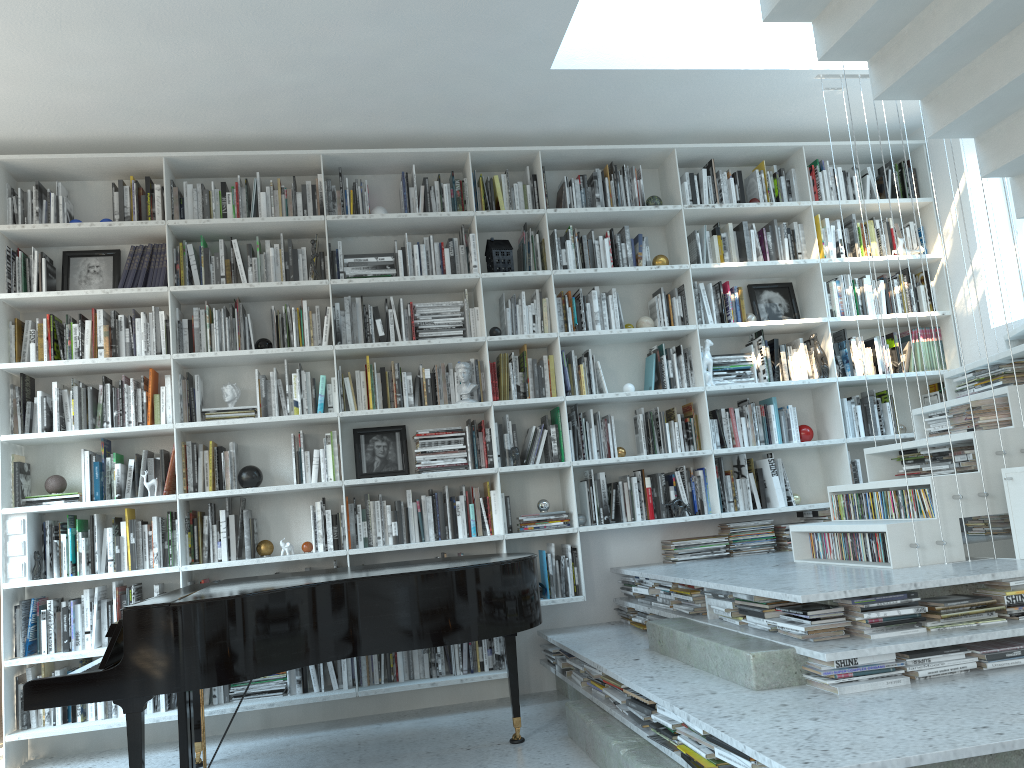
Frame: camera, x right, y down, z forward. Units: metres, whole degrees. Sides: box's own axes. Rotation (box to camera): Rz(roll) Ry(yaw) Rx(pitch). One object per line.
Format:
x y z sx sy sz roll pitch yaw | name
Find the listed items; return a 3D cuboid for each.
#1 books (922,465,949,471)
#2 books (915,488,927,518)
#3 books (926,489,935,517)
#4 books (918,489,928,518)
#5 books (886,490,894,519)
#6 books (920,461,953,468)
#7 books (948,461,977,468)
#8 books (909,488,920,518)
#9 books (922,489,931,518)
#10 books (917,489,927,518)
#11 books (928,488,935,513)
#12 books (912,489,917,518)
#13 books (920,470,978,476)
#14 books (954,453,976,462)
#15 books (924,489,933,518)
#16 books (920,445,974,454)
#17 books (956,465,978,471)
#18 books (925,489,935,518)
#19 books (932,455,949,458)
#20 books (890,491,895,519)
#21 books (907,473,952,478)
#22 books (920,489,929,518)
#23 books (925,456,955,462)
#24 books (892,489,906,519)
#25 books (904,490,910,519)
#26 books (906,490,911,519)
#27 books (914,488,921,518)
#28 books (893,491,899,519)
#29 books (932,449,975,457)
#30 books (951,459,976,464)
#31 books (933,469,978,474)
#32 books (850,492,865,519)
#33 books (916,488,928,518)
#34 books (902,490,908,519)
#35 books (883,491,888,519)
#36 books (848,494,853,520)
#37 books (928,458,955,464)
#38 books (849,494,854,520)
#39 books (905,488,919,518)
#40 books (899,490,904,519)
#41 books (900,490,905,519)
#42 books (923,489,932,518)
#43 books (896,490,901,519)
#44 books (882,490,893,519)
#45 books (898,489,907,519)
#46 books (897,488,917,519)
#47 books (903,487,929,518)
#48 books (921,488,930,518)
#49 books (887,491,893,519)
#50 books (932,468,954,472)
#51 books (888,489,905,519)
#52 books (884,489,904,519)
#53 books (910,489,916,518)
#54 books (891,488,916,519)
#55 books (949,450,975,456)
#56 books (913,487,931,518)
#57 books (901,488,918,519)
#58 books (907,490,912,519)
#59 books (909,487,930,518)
2.101 0.392 4.227 0.175 0.016 0.208 -3 -9 -16 | books
1.794 0.507 3.799 0.125 0.125 0.011 -4 -8 -11 | books
1.810 0.494 3.712 0.125 0.123 0.036 -4 -8 -11 | books
1.800 0.503 3.765 0.125 0.123 0.036 -4 -8 -11 | books
1.757 0.542 4.012 0.125 0.125 0.009 -4 -8 -11 | books
2.100 0.378 4.229 0.184 0.013 0.226 -3 -9 -13 | books
2.061 0.353 3.944 0.172 0.019 0.240 -8 -9 14 | books
1.787 0.513 3.838 0.125 0.125 0.008 -4 -8 -11 | books
1.804 0.499 3.742 0.125 0.123 0.035 -4 -8 -11 | books
1.799 0.504 3.773 0.125 0.123 0.035 -4 -8 -11 | books
1.811 0.493 3.704 0.125 0.123 0.034 -4 -8 -11 | books
1.790 0.511 3.823 0.125 0.125 0.008 -4 -8 -11 | books
2.098 0.423 4.222 0.191 0.004 0.223 -3 -9 -15 | books
2.081 0.321 3.944 0.141 0.028 0.223 -7 -9 8 | books
1.807 0.497 3.728 0.125 0.123 0.035 -4 -8 -11 | books
2.094 0.314 4.237 0.177 0.014 0.194 -3 -9 -16 | books
2.082 0.369 3.938 0.136 0.017 0.289 -7 -9 12 | books
1.808 0.496 3.720 0.125 0.123 0.034 -4 -8 -11 | books
2.126 0.340 4.239 0.129 0.008 0.186 -4 -9 -12 | books
1.763 0.537 3.978 0.125 0.125 0.009 -4 -8 -11 | books
2.097 0.452 4.447 0.130 0.014 0.188 -4 -9 -11 | books
1.802 0.502 3.757 0.125 0.123 0.034 -4 -8 -11 | books
2.096 0.352 4.232 0.189 0.012 0.155 -4 -9 -8 | books
1.766 0.534 3.961 0.125 0.125 0.012 -4 -8 -11 | books
1.781 0.519 3.874 0.125 0.125 0.008 -4 -8 -11 | books
1.783 0.517 3.861 0.125 0.125 0.008 -4 -8 -11 | books
1.792 0.509 3.808 0.125 0.125 0.008 -4 -8 -11 | books
1.767 0.532 3.951 0.125 0.125 0.018 -4 -8 -11 | books
2.119 0.328 4.240 0.133 0.017 0.178 -4 -8 -7 | books
2.075 0.339 3.943 0.161 0.007 0.254 -7 -9 9 | books
2.120 0.413 4.227 0.137 0.013 0.199 -5 -8 -4 | books
1.706 0.590 4.300 0.125 0.125 0.009 -4 -8 -11 | books
1.797 0.506 3.781 0.125 0.123 0.034 -4 -8 -11 | books
1.778 0.522 3.889 0.125 0.125 0.007 -4 -8 -11 | books
1.753 0.545 4.031 0.125 0.125 0.009 -4 -8 -11 | books
1.703 0.593 4.317 0.125 0.125 0.010 -4 -8 -11 | books
2.111 0.364 4.233 0.149 0.013 0.220 -5 -8 -5 | books
1.704 0.591 4.309 0.125 0.125 0.007 -4 -8 -11 | books
1.782 0.518 3.867 0.125 0.125 0.008 -4 -8 -11 | books
1.774 0.526 3.915 0.125 0.125 0.008 -4 -8 -11 | books
1.775 0.525 3.906 0.125 0.125 0.010 -4 -8 -11 | books
1.806 0.498 3.735 0.125 0.123 0.036 -4 -8 -11 | books
1.770 0.530 3.937 0.125 0.125 0.009 -4 -8 -11 | books
1.752 0.547 4.040 0.125 0.125 0.013 -4 -8 -11 | books
1.773 0.527 3.921 0.125 0.125 0.008 -4 -8 -11 | books
1.771 0.529 3.929 0.125 0.125 0.007 -4 -8 -11 | books
1.780 0.521 3.881 0.125 0.125 0.007 -4 -8 -11 | books
1.803 0.500 3.750 0.125 0.123 0.034 -4 -8 -11 | books
1.759 0.541 4.001 0.125 0.125 0.016 -4 -8 -11 | books
2.119 0.403 4.228 0.147 0.008 0.188 -4 -8 -7 | books
1.761 0.538 3.986 0.125 0.125 0.013 -4 -8 -11 | books
1.755 0.544 4.021 0.125 0.125 0.011 -4 -8 -11 | books
1.789 0.512 3.830 0.125 0.125 0.008 -4 -8 -11 | books
1.764 0.535 3.970 0.125 0.125 0.007 -4 -8 -11 | books
2.067 0.301 3.949 0.169 0.014 0.212 -7 -9 9 | books
1.791 0.510 3.816 0.125 0.125 0.007 -4 -8 -11 | books
1.777 0.523 3.897 0.125 0.125 0.009 -4 -8 -11 | books
1.785 0.516 3.853 0.125 0.125 0.010 -4 -8 -11 | books
1.786 0.515 3.846 0.125 0.125 0.010 -4 -8 -11 | books
